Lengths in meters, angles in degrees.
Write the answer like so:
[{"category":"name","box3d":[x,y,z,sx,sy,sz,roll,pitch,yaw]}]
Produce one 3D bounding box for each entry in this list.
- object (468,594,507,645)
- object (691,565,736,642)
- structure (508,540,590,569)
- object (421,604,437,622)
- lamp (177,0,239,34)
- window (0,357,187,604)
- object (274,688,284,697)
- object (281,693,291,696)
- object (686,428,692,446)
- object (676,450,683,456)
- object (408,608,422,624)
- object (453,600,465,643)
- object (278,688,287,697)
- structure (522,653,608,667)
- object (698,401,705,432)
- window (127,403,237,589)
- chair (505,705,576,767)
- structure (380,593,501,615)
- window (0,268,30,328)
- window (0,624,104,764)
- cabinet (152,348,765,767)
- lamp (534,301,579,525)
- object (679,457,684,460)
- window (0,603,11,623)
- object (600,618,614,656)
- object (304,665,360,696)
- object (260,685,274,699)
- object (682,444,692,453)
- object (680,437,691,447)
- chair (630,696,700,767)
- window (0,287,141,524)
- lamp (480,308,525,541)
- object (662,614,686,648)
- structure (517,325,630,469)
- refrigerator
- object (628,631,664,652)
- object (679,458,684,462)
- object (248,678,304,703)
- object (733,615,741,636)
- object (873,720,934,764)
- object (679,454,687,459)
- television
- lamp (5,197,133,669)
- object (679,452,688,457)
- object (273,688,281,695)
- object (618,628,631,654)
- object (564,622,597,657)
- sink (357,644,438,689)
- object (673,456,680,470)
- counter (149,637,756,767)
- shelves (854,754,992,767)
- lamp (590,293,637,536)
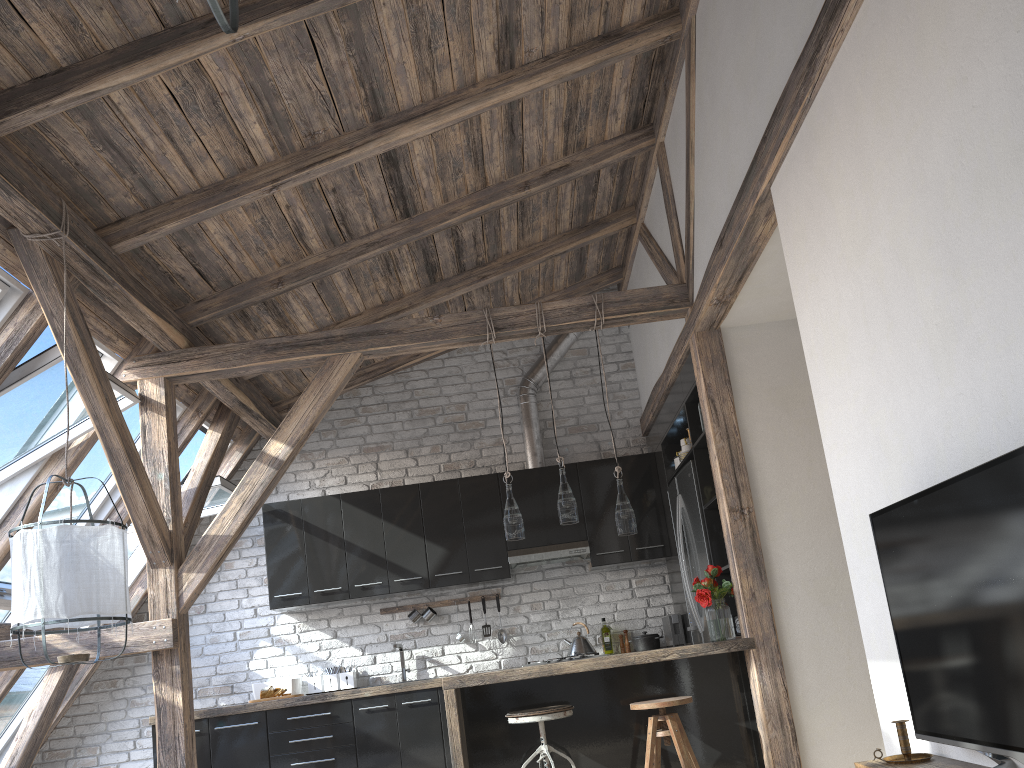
[{"category":"object","box3d":[-0.195,1.788,6.649,0.282,0.371,0.071,-8,-11,0]},{"category":"object","box3d":[1.086,1.166,4.702,0.255,0.404,0.315,-16,-16,31]},{"category":"structure","box3d":[0.274,1.287,6.632,0.599,0.101,0.379,-7,-17,0]},{"category":"object","box3d":[-0.630,1.741,6.690,0.118,0.135,0.095,-12,-14,16]},{"category":"lamp","box3d":[-0.452,-1.031,1.128,0.415,1.055,0.403,-18,-16,39]},{"category":"window","box3d":[-2.614,0.615,5.259,1.096,1.243,0.879,-8,-13,0]},{"category":"object","box3d":[-1.654,2.191,6.242,0.072,0.056,0.086,-1,-17,-24]},{"category":"object","box3d":[-1.607,2.217,6.275,0.068,0.016,0.080,0,-19,-22]},{"category":"object","box3d":[1.128,0.361,5.527,0.059,0.163,0.061,-4,-12,-15]},{"category":"object","box3d":[1.164,0.481,5.900,0.095,0.066,0.108,-16,-18,26]},{"category":"object","box3d":[-0.738,1.758,6.697,0.117,0.135,0.095,-8,-13,1]},{"category":"object","box3d":[-0.407,1.805,6.685,0.071,0.317,0.068,-8,-12,-1]},{"category":"object","box3d":[-1.634,2.196,6.262,0.073,0.053,0.085,-1,-17,-23]},{"category":"structure","box3d":[0.372,1.997,6.376,0.605,0.031,0.511,-7,-18,0]},{"category":"object","box3d":[1.124,0.166,4.979,0.125,0.201,0.128,-9,-13,4]},{"category":"window","box3d":[-2.654,0.911,6.162,1.520,1.243,0.879,-8,-13,0]},{"category":"chair","box3d":[0.180,1.954,4.422,0.359,0.619,0.358,-16,-15,32]},{"category":"structure","box3d":[-0.551,1.679,6.723,0.932,0.045,0.083,-8,-16,0]},{"category":"window","box3d":[-2.657,0.040,3.453,1.096,1.243,0.879,-8,-13,0]},{"category":"window","box3d":[-3.427,2.161,5.934,1.096,1.243,0.879,-8,-13,0]},{"category":"cabinet","box3d":[-0.478,1.500,5.712,4.214,2.443,2.152,-8,-14,0]},{"category":"lamp","box3d":[0.219,0.152,4.832,0.109,1.205,0.244,-10,-12,11]},{"category":"object","box3d":[1.167,0.487,5.744,0.152,0.025,0.150,-22,-23,39]},{"category":"window","box3d":[-3.448,1.873,5.031,1.096,1.243,0.879,-8,-13,0]},{"category":"object","box3d":[0.721,1.900,6.623,0.089,0.275,0.084,-7,-12,-5]},{"category":"object","box3d":[-1.342,2.206,6.592,0.405,0.195,0.151,-8,-14,1]},{"category":"object","box3d":[-1.736,2.182,6.223,0.090,0.085,0.089,-1,-16,-23]},{"category":"object","box3d":[1.163,0.433,5.750,0.106,0.066,0.096,-10,-16,10]},{"category":"object","box3d":[1.153,0.390,5.754,0.094,0.066,0.109,-4,-16,-14]},{"category":"chair","box3d":[0.793,1.888,4.409,0.344,0.580,0.347,-12,-14,19]},{"category":"window","box3d":[-2.684,0.334,4.356,1.406,1.243,0.879,-8,-13,0]},{"category":"lamp","box3d":[-0.066,0.212,4.819,0.108,1.254,0.230,-8,-11,1]},{"category":"object","box3d":[1.189,1.821,6.483,0.088,0.220,0.362,-8,-16,-1]},{"category":"structure","box3d":[0.523,0.038,6.971,0.982,1.251,0.174,-8,-11,0]},{"category":"refrigerator","box3d":[1.563,1.470,5.598,0.852,1.871,0.968,-8,-13,-1]},{"category":"object","box3d":[0.993,1.904,6.522,0.247,0.137,0.215,-7,-16,-2]},{"category":"object","box3d":[1.169,0.499,5.742,0.150,0.022,0.151,-16,-19,25]},{"category":"object","box3d":[-1.705,2.225,6.397,0.380,0.130,0.609,-4,-18,-12]},{"category":"object","box3d":[1.342,1.334,4.977,0.134,0.160,0.138,-5,-14,-10]},{"category":"object","box3d":[1.132,1.030,2.539,0.139,0.109,0.144,-3,-16,-17]},{"category":"object","box3d":[1.165,0.477,5.746,0.152,0.025,0.150,-22,-23,39]},{"category":"television","box3d":[1.077,0.535,1.925,0.207,0.686,1.136,-8,-16,-1]},{"category":"lamp","box3d":[-1.725,0.134,3.408,0.407,1.845,0.410,-17,-15,40]},{"category":"object","box3d":[1.164,0.466,5.748,0.152,0.025,0.150,-22,-23,39]},{"category":"object","box3d":[-1.681,2.207,6.294,0.074,0.065,0.081,0,-17,-28]},{"category":"object","box3d":[0.847,1.937,6.634,0.080,0.178,0.040,-10,-12,12]},{"category":"object","box3d":[0.487,1.837,6.351,0.221,0.229,0.228,-5,-15,-10]},{"category":"sink","box3d":[-0.815,2.137,6.376,0.526,0.502,0.529,-8,-15,-1]},{"category":"object","box3d":[1.215,0.537,6.121,0.190,0.170,0.210,-20,-19,38]},{"category":"counter","box3d":[-0.575,2.289,5.486,3.811,0.830,2.309,-7,-17,0]},{"category":"shelves","box3d":[1.107,1.086,1.805,0.331,0.437,1.651,-7,-17,-1]},{"category":"lamp","box3d":[0.535,0.158,4.816,0.109,1.306,0.231,-8,-11,1]}]
